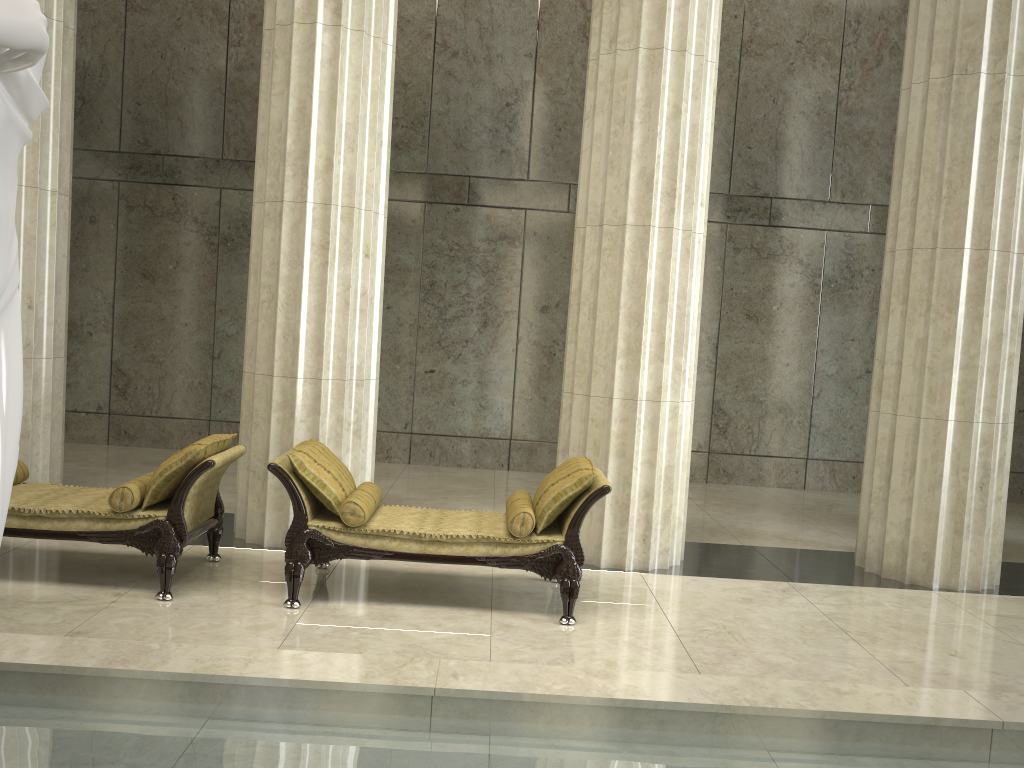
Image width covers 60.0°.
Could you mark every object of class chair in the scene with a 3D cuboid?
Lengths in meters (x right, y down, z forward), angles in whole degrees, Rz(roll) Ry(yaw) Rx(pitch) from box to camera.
[{"bbox_3d":[-2.939,0.764,5.835,2.172,0.950,0.993,4,3,-1],"label":"chair"},{"bbox_3d":[-0.477,0.926,5.882,2.172,0.950,0.993,4,3,-1],"label":"chair"}]

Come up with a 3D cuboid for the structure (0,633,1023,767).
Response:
[{"bbox_3d":[-1.457,1.485,1.994,11.573,0.508,3.754,4,3,-1],"label":"structure"}]

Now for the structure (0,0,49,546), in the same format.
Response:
[{"bbox_3d":[-1.334,0.040,1.889,0.729,3.044,0.940,3,3,-7],"label":"structure"}]
